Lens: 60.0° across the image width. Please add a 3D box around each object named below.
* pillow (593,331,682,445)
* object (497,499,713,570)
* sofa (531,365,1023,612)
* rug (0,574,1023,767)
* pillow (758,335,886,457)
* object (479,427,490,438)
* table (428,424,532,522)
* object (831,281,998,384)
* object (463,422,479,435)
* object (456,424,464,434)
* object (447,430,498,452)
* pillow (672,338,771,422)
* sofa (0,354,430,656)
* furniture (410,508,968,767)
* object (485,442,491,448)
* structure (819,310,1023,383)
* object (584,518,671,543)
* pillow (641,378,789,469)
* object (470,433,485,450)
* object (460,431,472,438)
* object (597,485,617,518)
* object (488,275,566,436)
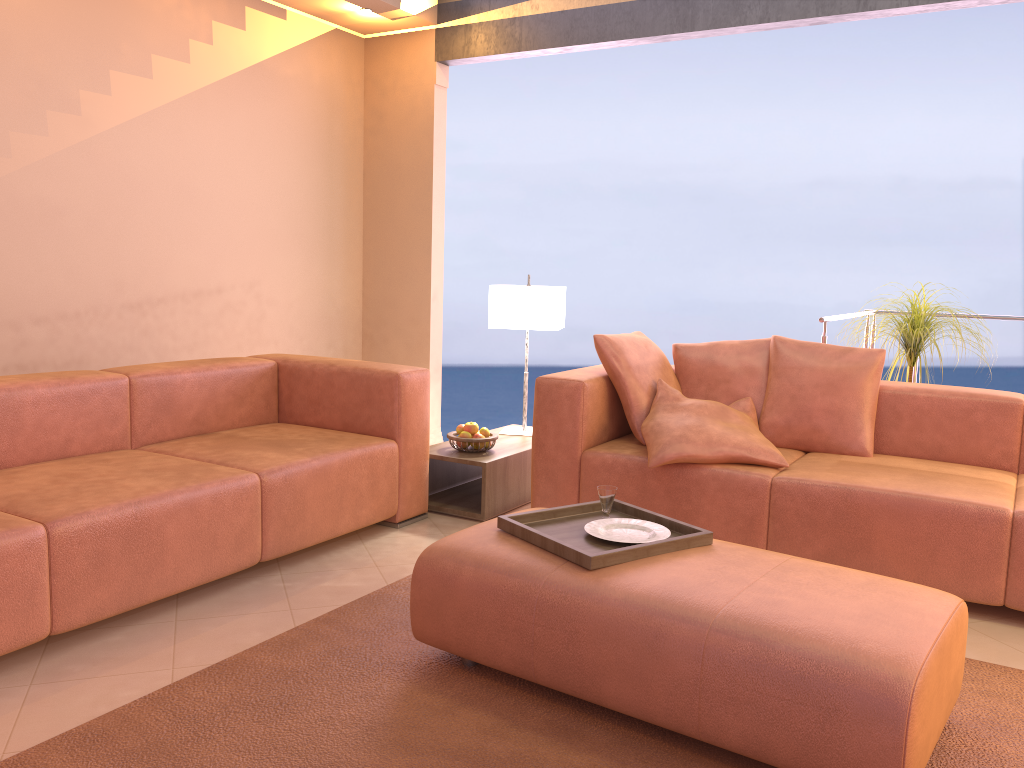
[{"bbox_3d":[0.577,0.009,3.835,0.314,0.455,0.519,5,8,27],"label":"pillow"},{"bbox_3d":[0.255,0.409,2.486,0.436,0.034,0.421,-3,9,-34],"label":"object"},{"bbox_3d":[1.483,0.364,3.372,2.781,0.672,0.943,6,8,30],"label":"sofa"},{"bbox_3d":[0.486,0.843,1.999,2.626,0.005,1.833,6,8,30],"label":"rug"},{"bbox_3d":[1.264,0.048,3.646,0.470,0.468,0.211,5,8,25],"label":"pillow"},{"bbox_3d":[-0.125,0.223,4.029,0.051,0.053,0.045,-4,9,-36],"label":"object"},{"bbox_3d":[-0.057,0.409,4.289,0.412,0.268,0.918,6,8,30],"label":"table"},{"bbox_3d":[1.919,0.050,4.299,0.703,1.088,0.729,2,7,-1],"label":"object"},{"bbox_3d":[-0.186,0.204,4.017,0.069,0.061,0.068,1,7,-8],"label":"object"},{"bbox_3d":[-0.230,0.207,4.048,0.047,0.046,0.054,4,7,17],"label":"object"},{"bbox_3d":[-0.180,0.265,4.044,0.235,0.071,0.235,5,8,22],"label":"object"},{"bbox_3d":[0.929,0.011,3.846,0.492,0.446,0.255,3,7,14],"label":"pillow"},{"bbox_3d":[-1.435,0.337,2.918,0.943,0.672,2.781,6,8,30],"label":"sofa"},{"bbox_3d":[0.429,0.601,2.321,1.291,0.301,0.685,7,9,35],"label":"furniture"},{"bbox_3d":[-0.116,0.270,4.042,0.046,0.046,0.055,3,7,8],"label":"object"},{"bbox_3d":[3.672,0.041,4.070,4.176,0.541,1.663,6,8,30],"label":"structure"},{"bbox_3d":[0.321,0.416,2.475,0.240,0.018,0.240,1,7,-6],"label":"object"},{"bbox_3d":[0.767,0.149,3.503,0.517,0.292,0.514,2,7,0],"label":"pillow"},{"bbox_3d":[-0.154,0.259,3.995,0.074,0.076,0.072,8,9,40],"label":"object"},{"bbox_3d":[-0.208,0.235,3.979,0.055,0.047,0.045,3,7,7],"label":"object"},{"bbox_3d":[0.284,0.355,2.660,0.061,0.091,0.061,4,7,15],"label":"object"},{"bbox_3d":[0.075,-0.152,4.491,0.344,0.799,0.344,3,7,9],"label":"object"}]
